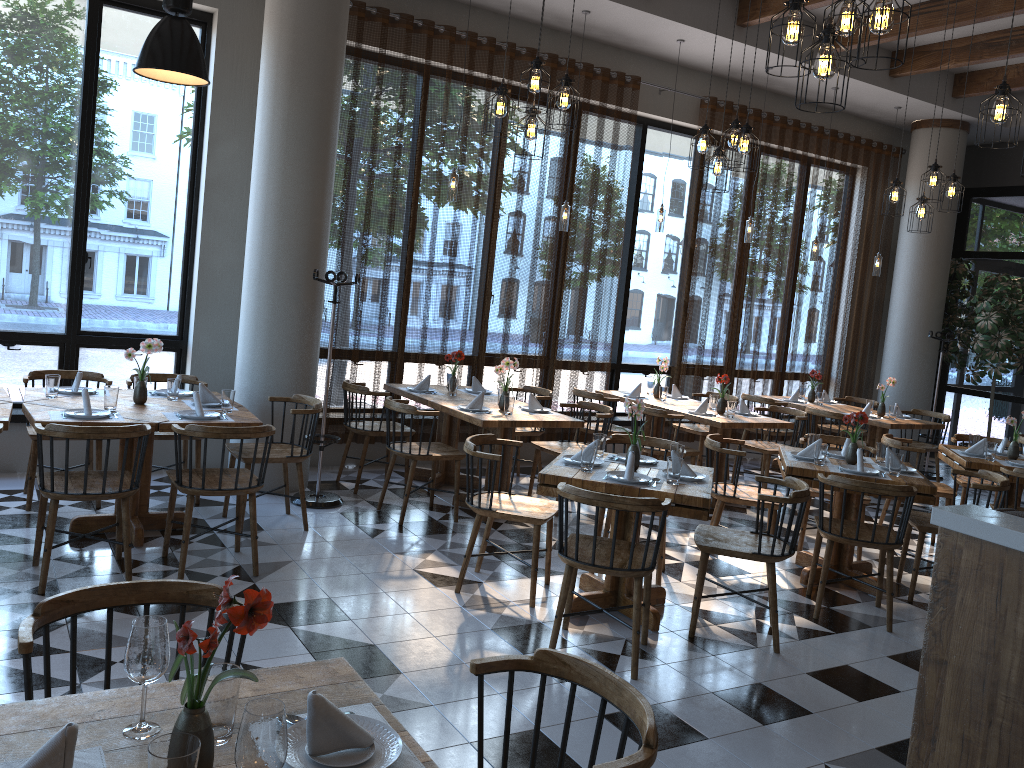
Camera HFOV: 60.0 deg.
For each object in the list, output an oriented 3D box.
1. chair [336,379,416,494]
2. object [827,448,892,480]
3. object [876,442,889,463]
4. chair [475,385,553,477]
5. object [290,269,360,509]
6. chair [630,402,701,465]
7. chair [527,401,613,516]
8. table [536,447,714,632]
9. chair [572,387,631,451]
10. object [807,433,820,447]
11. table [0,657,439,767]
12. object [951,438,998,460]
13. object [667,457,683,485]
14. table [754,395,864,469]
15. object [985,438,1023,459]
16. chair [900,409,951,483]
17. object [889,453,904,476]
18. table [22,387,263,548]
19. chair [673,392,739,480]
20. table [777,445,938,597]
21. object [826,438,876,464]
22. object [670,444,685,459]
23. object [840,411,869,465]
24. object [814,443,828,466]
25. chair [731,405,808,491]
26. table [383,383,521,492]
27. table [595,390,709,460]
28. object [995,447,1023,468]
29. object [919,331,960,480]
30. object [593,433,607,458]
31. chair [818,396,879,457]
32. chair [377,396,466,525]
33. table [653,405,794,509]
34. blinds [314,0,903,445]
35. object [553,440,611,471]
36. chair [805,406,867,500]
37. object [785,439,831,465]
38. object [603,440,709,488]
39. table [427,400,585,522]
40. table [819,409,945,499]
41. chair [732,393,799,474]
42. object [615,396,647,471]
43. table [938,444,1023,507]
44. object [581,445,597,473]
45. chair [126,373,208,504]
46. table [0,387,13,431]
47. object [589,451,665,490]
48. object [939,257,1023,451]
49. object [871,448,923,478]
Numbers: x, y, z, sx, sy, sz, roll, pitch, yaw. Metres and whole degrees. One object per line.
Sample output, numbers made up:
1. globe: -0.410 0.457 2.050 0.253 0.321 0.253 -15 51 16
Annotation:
1. chair: -1.081 0.402 6.941 0.549 0.815 0.521 3 5 -31
2. object: 2.122 0.469 5.410 0.352 0.137 0.273 7 6 14
3. object: 2.438 0.456 5.843 0.080 0.132 0.080 4 5 -27
4. chair: 0.032 0.440 7.620 0.549 0.815 0.521 3 5 -31
5. object: -1.315 0.025 6.297 0.376 1.653 0.374 9 5 41
6. chair: 1.229 0.590 7.370 0.549 0.815 0.521 3 5 -31
7. chair: 0.465 0.563 6.902 0.549 0.815 0.521 3 5 -31
8. table: 0.604 0.839 4.769 0.865 0.761 0.866 7 5 13
9. chair: 0.795 0.466 8.088 0.549 0.815 0.521 3 5 -31
10. object: 2.018 0.403 5.942 0.080 0.132 0.080 4 5 -27
11. table: -0.581 1.074 1.546 0.849 0.761 0.854 3 6 -31
12. object: 3.510 0.468 6.704 0.272 0.137 0.353 7 6 13
13. object: 0.820 0.441 4.488 0.080 0.132 0.080 8 5 23
14. table: 3.181 0.574 9.555 0.849 0.761 0.854 3 6 -31
15. object: 3.829 0.478 6.907 0.352 0.137 0.273 7 6 14
16. chair: 4.178 0.691 9.173 0.549 0.815 0.521 3 5 -31
17. object: 2.347 0.494 5.421 0.080 0.132 0.080 4 5 -27
18. table: -2.234 0.497 5.254 1.213 0.761 1.221 3 6 -28
19. chair: 1.908 0.505 8.767 0.549 0.815 0.521 3 5 -31
20. table: 2.137 0.892 5.707 0.865 0.761 0.866 7 5 13
21. object: 2.243 0.424 5.933 0.352 0.137 0.273 7 6 14
22. object: 0.911 0.404 4.909 0.080 0.132 0.080 8 5 23
23. object: 2.170 0.340 5.635 0.156 0.354 0.171 8 5 24
24. object: 1.919 0.440 5.512 0.080 0.132 0.080 4 5 -17
25. chair: 2.341 0.628 8.049 0.549 0.815 0.521 3 5 -31
26. table: -0.532 0.447 7.285 0.849 0.761 0.854 3 6 -31
27. table: 1.344 0.511 8.432 0.849 0.761 0.854 3 6 -31
28. object: 3.708 0.524 6.383 0.352 0.137 0.273 7 6 14
29. object: 4.788 0.235 10.030 0.374 1.653 0.376 5 4 -9
30. object: 0.491 0.350 5.009 0.080 0.132 0.080 9 5 33
31. chair: 3.745 0.568 9.891 0.549 0.815 0.521 3 5 -31
32. chair: -0.647 0.525 6.223 0.549 0.815 0.521 3 5 -31
33. table: 1.784 0.636 7.704 0.849 0.761 0.854 3 6 -31
34. blinds: 1.421 -1.182 8.940 7.258 3.571 0.160 2 5 -31
35. object: 0.394 0.361 4.799 0.272 0.137 0.353 7 6 13
36. chair: 3.066 0.653 8.493 0.549 0.815 0.521 3 5 -31
37. object: 1.924 0.414 5.731 0.272 0.137 0.353 7 6 13
38. object: 0.787 0.398 4.826 0.582 0.136 0.579 7 6 13
39. table: -0.092 0.572 6.557 0.849 0.761 0.854 3 6 -31
40. table: 3.621 0.699 8.827 0.849 0.761 0.854 3 6 -31
41. chair: 2.632 0.530 9.211 0.549 0.815 0.521 3 5 -31
42. object: 0.635 0.261 4.725 0.146 0.399 0.207 5 4 -12
43. table: 3.722 0.947 6.676 0.865 0.761 0.866 7 5 13
44. object: 0.392 0.388 4.579 0.080 0.132 0.080 9 5 33
45. chair: -2.374 0.367 6.061 0.519 0.815 0.552 3 5 -31
46. table: -3.308 0.460 4.597 1.213 0.761 1.221 3 6 -28
47. object: 0.591 0.416 4.478 0.352 0.137 0.273 7 6 14
48. object: 5.416 -0.229 10.541 1.640 2.584 1.379 10 6 42
49. object: 2.440 0.480 5.612 0.272 0.137 0.353 7 6 13
